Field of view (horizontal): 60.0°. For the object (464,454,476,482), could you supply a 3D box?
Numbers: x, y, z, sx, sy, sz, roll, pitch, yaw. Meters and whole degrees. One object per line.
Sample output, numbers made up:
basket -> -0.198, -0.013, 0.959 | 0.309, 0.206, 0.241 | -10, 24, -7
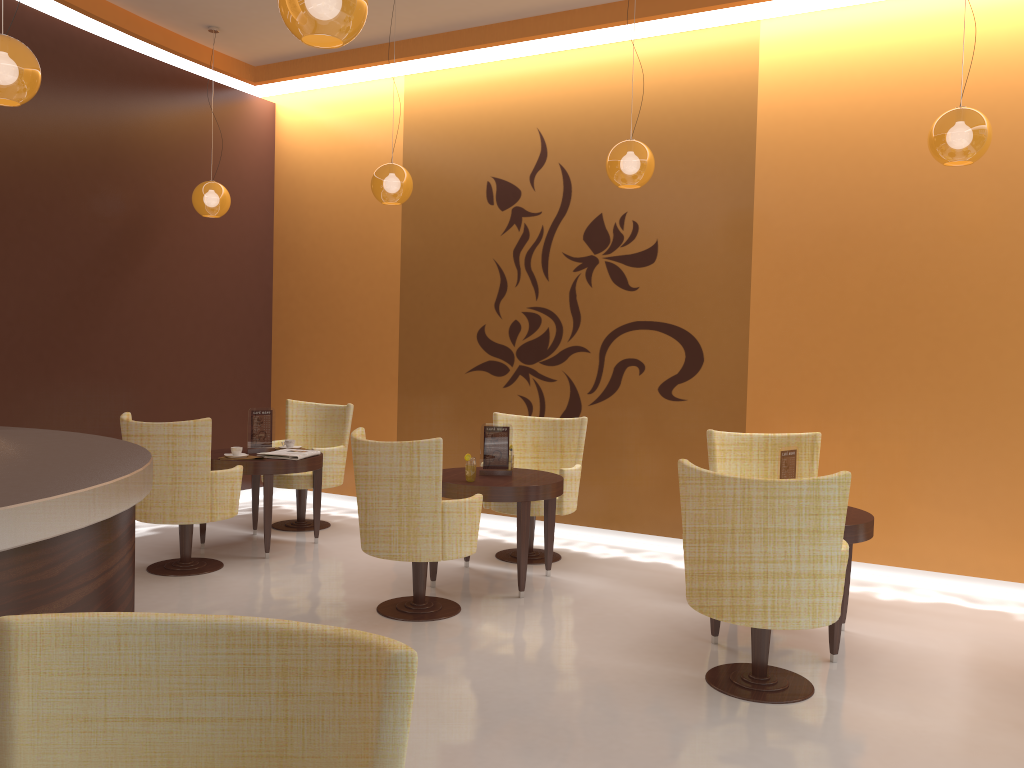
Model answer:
object -> -0.250, 0.508, 5.396 | 0.067, 0.171, 0.072 | 2, 2, 11

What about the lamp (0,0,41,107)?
lamp -> -2.191, -1.971, 3.817 | 0.299, 1.500, 0.299 | -1, 3, -43

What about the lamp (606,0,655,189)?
lamp -> 0.738, -1.954, 5.398 | 0.299, 1.500, 0.299 | 0, 3, -36

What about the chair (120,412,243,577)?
chair -> -2.153, 0.701, 5.774 | 0.729, 1.017, 0.685 | 3, 2, 26

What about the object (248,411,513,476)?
object -> -0.945, 0.381, 6.114 | 2.090, 0.335, 0.187 | 3, 2, 25

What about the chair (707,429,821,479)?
chair -> 1.588, 0.808, 5.497 | 0.729, 1.017, 0.685 | 1, 2, -3

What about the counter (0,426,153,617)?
counter -> -1.918, 0.785, 2.603 | 1.586, 1.100, 2.917 | 1, 2, -16

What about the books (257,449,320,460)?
books -> -1.597, 0.504, 6.382 | 0.345, 0.035, 0.367 | 2, 2, 19

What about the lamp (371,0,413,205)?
lamp -> -0.836, -2.028, 6.267 | 0.299, 1.500, 0.299 | 1, 2, -18

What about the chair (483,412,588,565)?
chair -> 0.152, 0.736, 6.425 | 0.729, 1.017, 0.685 | 2, 2, 17

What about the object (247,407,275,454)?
object -> -1.846, 0.342, 6.539 | 0.209, 0.335, 0.042 | 0, 3, -38

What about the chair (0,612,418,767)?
chair -> -0.534, 0.911, 1.319 | 0.729, 1.017, 0.685 | 2, 2, 7

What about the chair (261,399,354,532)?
chair -> -1.689, 0.655, 7.302 | 0.729, 1.017, 0.685 | 3, 2, 28

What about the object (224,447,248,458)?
object -> -1.933, 0.479, 6.221 | 0.153, 0.069, 0.153 | 0, 3, -35

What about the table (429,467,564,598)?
table -> -0.118, 0.927, 5.680 | 0.872, 0.679, 0.874 | 0, 2, -30

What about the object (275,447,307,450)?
object -> -1.686, 0.493, 6.806 | 0.464, 0.021, 0.239 | 3, 2, 25

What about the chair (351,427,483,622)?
chair -> -0.547, 0.772, 4.986 | 0.685, 1.017, 0.729 | -1, 3, -44

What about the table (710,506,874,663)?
table -> 1.433, 1.004, 4.705 | 0.872, 0.679, 0.874 | 0, 2, -25

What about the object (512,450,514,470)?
object -> -0.018, 0.494, 5.949 | 0.067, 0.171, 0.072 | 1, 2, -14

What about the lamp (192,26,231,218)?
lamp -> -2.411, -2.102, 7.136 | 0.299, 1.500, 0.299 | 3, 2, 29

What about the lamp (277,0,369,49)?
lamp -> -0.616, -1.897, 2.948 | 0.299, 1.500, 0.299 | 2, 2, 7

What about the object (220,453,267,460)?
object -> -1.940, 0.509, 6.204 | 0.464, 0.021, 0.239 | 3, 3, 43

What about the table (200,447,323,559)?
table -> -1.840, 0.850, 6.512 | 0.872, 0.679, 0.874 | 0, 2, -25

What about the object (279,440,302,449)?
object -> -1.700, 0.464, 6.792 | 0.153, 0.069, 0.153 | 2, 2, 12

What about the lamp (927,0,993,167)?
lamp -> 2.313, -1.881, 4.529 | 0.299, 1.500, 0.299 | 3, 2, 29

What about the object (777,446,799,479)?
object -> 1.455, 0.498, 4.681 | 0.209, 0.335, 0.042 | -1, 3, -43

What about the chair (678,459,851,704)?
chair -> 1.121, 0.854, 3.968 | 0.729, 1.017, 0.685 | 3, 2, 26
